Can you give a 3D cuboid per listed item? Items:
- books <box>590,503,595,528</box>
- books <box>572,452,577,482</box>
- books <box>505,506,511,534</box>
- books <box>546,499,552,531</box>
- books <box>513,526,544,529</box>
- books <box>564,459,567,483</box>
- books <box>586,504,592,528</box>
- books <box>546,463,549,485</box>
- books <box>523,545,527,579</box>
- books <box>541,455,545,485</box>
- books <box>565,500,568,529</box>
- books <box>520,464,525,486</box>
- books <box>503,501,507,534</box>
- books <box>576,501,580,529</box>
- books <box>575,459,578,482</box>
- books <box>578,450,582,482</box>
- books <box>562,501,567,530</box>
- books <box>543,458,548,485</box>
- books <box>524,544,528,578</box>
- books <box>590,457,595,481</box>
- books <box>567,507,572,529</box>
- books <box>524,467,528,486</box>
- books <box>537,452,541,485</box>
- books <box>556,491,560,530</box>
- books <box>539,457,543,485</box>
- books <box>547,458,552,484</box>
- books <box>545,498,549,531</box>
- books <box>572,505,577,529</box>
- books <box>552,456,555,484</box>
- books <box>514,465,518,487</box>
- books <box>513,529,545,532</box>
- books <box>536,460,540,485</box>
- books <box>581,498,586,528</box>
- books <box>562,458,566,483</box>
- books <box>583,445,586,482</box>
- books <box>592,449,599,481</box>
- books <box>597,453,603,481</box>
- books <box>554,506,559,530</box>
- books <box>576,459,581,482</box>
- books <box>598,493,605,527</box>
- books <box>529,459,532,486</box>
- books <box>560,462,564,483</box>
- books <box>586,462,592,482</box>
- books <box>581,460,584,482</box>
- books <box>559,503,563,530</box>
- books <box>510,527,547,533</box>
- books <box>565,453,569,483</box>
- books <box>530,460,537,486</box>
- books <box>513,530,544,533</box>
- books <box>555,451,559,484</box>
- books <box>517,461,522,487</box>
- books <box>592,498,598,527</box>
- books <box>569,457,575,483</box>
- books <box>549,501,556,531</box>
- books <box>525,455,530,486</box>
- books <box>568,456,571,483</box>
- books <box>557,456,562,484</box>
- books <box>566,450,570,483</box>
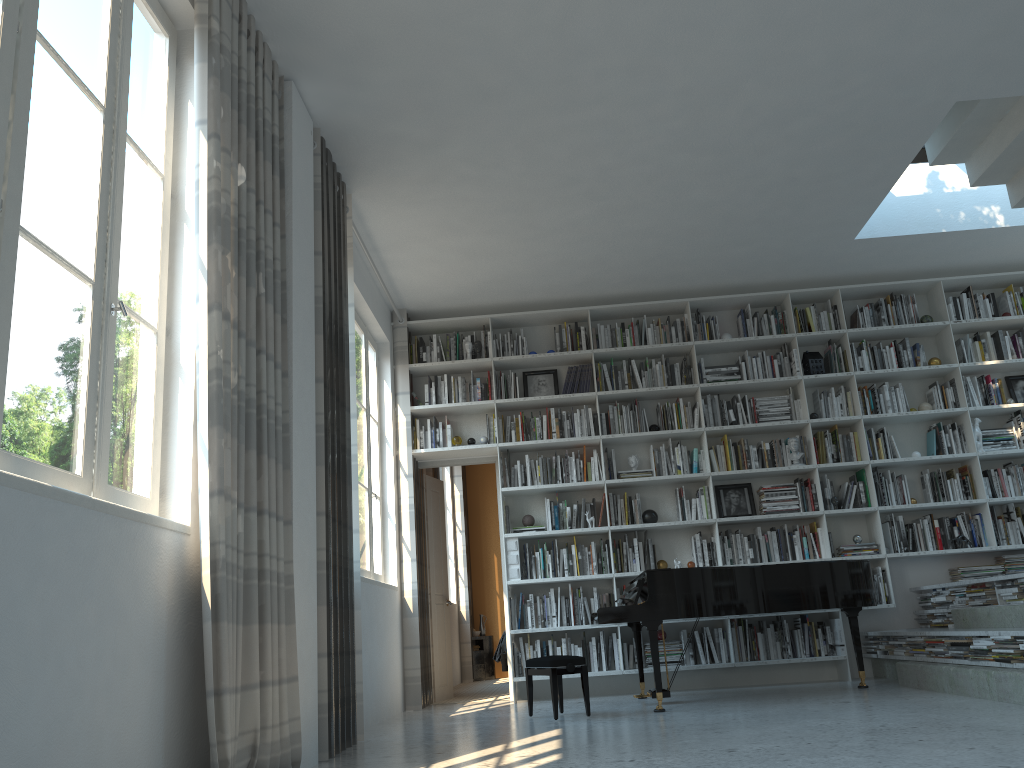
[{"bbox_3d":[0.654,1.088,7.226,0.027,0.209,0.144,-4,-16,2],"label":"books"},{"bbox_3d":[0.517,0.712,7.329,0.015,0.274,0.157,-4,-15,2],"label":"books"},{"bbox_3d":[-0.032,1.127,7.256,0.028,0.242,0.157,-4,-16,2],"label":"books"},{"bbox_3d":[0.304,1.085,7.246,0.024,0.272,0.151,-4,-15,2],"label":"books"},{"bbox_3d":[0.136,1.180,7.239,0.254,0.012,0.161,-5,-16,3],"label":"books"},{"bbox_3d":[0.444,0.744,7.338,0.013,0.227,0.152,-4,-16,2],"label":"books"},{"bbox_3d":[0.625,1.089,7.218,0.030,0.207,0.173,-4,-16,2],"label":"books"},{"bbox_3d":[0.297,0.770,7.350,0.010,0.203,0.139,-4,-16,2],"label":"books"},{"bbox_3d":[0.106,1.451,7.171,0.008,0.284,0.160,-4,-15,2],"label":"books"},{"bbox_3d":[0.260,0.738,7.351,0.011,0.270,0.158,-4,-16,2],"label":"books"},{"bbox_3d":[0.445,1.083,7.231,0.011,0.249,0.172,-4,-16,2],"label":"books"},{"bbox_3d":[0.091,0.776,7.323,0.028,0.203,0.188,-4,-16,2],"label":"books"},{"bbox_3d":[-0.053,1.111,7.272,0.012,0.284,0.160,-4,-15,2],"label":"books"},{"bbox_3d":[0.543,1.085,7.246,0.013,0.241,0.141,-4,-16,2],"label":"books"},{"bbox_3d":[0.533,0.742,7.335,0.012,0.216,0.160,-4,-16,2],"label":"books"},{"bbox_3d":[0.565,0.706,7.352,0.015,0.292,0.144,-4,-15,2],"label":"books"},{"bbox_3d":[0.430,1.090,7.249,0.022,0.248,0.129,-4,-15,2],"label":"books"},{"bbox_3d":[0.277,0.748,7.330,0.024,0.236,0.167,-4,-16,2],"label":"books"},{"bbox_3d":[0.118,1.448,7.169,0.016,0.288,0.153,-4,-15,2],"label":"books"},{"bbox_3d":[0.667,0.728,7.329,0.031,0.223,0.145,-4,-16,2],"label":"books"},{"bbox_3d":[0.466,1.107,7.210,0.029,0.189,0.189,-4,-16,2],"label":"books"},{"bbox_3d":[0.118,0.794,7.363,0.021,0.187,0.129,-4,-16,2],"label":"books"},{"bbox_3d":[0.226,0.727,7.345,0.011,0.292,0.184,-4,-16,2],"label":"books"},{"bbox_3d":[0.380,1.052,7.263,0.011,0.335,0.154,-4,-15,2],"label":"books"},{"bbox_3d":[0.243,0.745,7.331,0.021,0.246,0.189,-4,-16,2],"label":"books"},{"bbox_3d":[0.311,0.745,7.337,0.023,0.241,0.185,-4,-16,2],"label":"books"},{"bbox_3d":[0.286,1.081,7.249,0.012,0.284,0.160,-4,-15,2],"label":"books"},{"bbox_3d":[0.510,1.101,7.244,0.056,0.213,0.143,-4,-16,2],"label":"books"},{"bbox_3d":[0.346,0.740,7.355,0.048,0.255,0.142,-4,-15,2],"label":"books"},{"bbox_3d":[0.035,0.786,7.351,0.042,0.208,0.144,-4,-16,2],"label":"books"},{"bbox_3d":[0.138,1.202,7.229,0.254,0.012,0.161,-4,-16,-1],"label":"books"},{"bbox_3d":[0.216,0.759,7.340,0.014,0.229,0.148,-4,-16,2],"label":"books"},{"bbox_3d":[0.579,1.072,7.233,0.060,0.254,0.159,-4,-16,2],"label":"books"},{"bbox_3d":[0.431,0.741,7.328,0.013,0.228,0.177,-4,-16,2],"label":"books"},{"bbox_3d":[0.601,0.683,7.341,0.035,0.324,0.170,-4,-15,2],"label":"books"},{"bbox_3d":[0.694,0.697,7.341,0.027,0.285,0.148,-4,-15,2],"label":"books"},{"bbox_3d":[0.727,0.708,7.337,0.036,0.257,0.123,-4,-15,2],"label":"books"},{"bbox_3d":[0.362,1.106,7.214,0.029,0.207,0.190,-4,-16,2],"label":"books"},{"bbox_3d":[0.549,0.740,7.339,0.021,0.220,0.149,-4,-16,2],"label":"books"},{"bbox_3d":[0.725,1.041,7.198,0.082,0.275,0.229,-4,-16,2],"label":"books"},{"bbox_3d":[0.153,0.755,7.339,0.011,0.245,0.177,-4,-16,2],"label":"books"},{"bbox_3d":[0.415,0.758,7.339,0.021,0.204,0.130,-4,-16,2],"label":"books"},{"bbox_3d":[0.638,0.749,7.325,0.030,0.183,0.152,-4,-16,2],"label":"books"},{"bbox_3d":[0.581,0.743,7.325,0.013,0.203,0.162,-4,-16,2],"label":"books"},{"bbox_3d":[0.404,1.102,7.254,0.030,0.231,0.148,-4,-16,2],"label":"books"},{"bbox_3d":[0.137,1.190,7.230,0.285,0.012,0.160,-6,-16,6],"label":"books"},{"bbox_3d":[0.455,0.720,7.339,0.012,0.271,0.146,-4,-15,2],"label":"books"},{"bbox_3d":[0.185,0.760,7.361,0.049,0.242,0.139,-4,-16,2],"label":"books"},{"bbox_3d":[0.139,1.215,7.230,0.254,0.012,0.161,-5,-16,3],"label":"books"},{"bbox_3d":[0.374,0.712,7.342,0.013,0.299,0.152,-4,-15,2],"label":"books"},{"bbox_3d":[0.065,0.766,7.338,0.022,0.235,0.177,-4,-16,2],"label":"books"},{"bbox_3d":[0.677,1.067,7.234,0.021,0.250,0.154,-4,-16,2],"label":"books"},{"bbox_3d":[0.498,0.737,7.353,0.028,0.241,0.132,-4,-15,2],"label":"books"},{"bbox_3d":[0.332,1.094,7.250,0.031,0.254,0.143,-4,-15,2],"label":"books"},{"bbox_3d":[0.136,0.741,7.353,0.023,0.280,0.174,-4,-16,2],"label":"books"},{"bbox_3d":[0.478,0.731,7.346,0.011,0.251,0.139,-4,-15,2],"label":"books"},{"bbox_3d":[0.393,0.735,7.346,0.021,0.256,0.156,-4,-16,2],"label":"books"},{"bbox_3d":[0.466,0.708,7.358,0.011,0.303,0.130,-4,-15,2],"label":"books"}]
